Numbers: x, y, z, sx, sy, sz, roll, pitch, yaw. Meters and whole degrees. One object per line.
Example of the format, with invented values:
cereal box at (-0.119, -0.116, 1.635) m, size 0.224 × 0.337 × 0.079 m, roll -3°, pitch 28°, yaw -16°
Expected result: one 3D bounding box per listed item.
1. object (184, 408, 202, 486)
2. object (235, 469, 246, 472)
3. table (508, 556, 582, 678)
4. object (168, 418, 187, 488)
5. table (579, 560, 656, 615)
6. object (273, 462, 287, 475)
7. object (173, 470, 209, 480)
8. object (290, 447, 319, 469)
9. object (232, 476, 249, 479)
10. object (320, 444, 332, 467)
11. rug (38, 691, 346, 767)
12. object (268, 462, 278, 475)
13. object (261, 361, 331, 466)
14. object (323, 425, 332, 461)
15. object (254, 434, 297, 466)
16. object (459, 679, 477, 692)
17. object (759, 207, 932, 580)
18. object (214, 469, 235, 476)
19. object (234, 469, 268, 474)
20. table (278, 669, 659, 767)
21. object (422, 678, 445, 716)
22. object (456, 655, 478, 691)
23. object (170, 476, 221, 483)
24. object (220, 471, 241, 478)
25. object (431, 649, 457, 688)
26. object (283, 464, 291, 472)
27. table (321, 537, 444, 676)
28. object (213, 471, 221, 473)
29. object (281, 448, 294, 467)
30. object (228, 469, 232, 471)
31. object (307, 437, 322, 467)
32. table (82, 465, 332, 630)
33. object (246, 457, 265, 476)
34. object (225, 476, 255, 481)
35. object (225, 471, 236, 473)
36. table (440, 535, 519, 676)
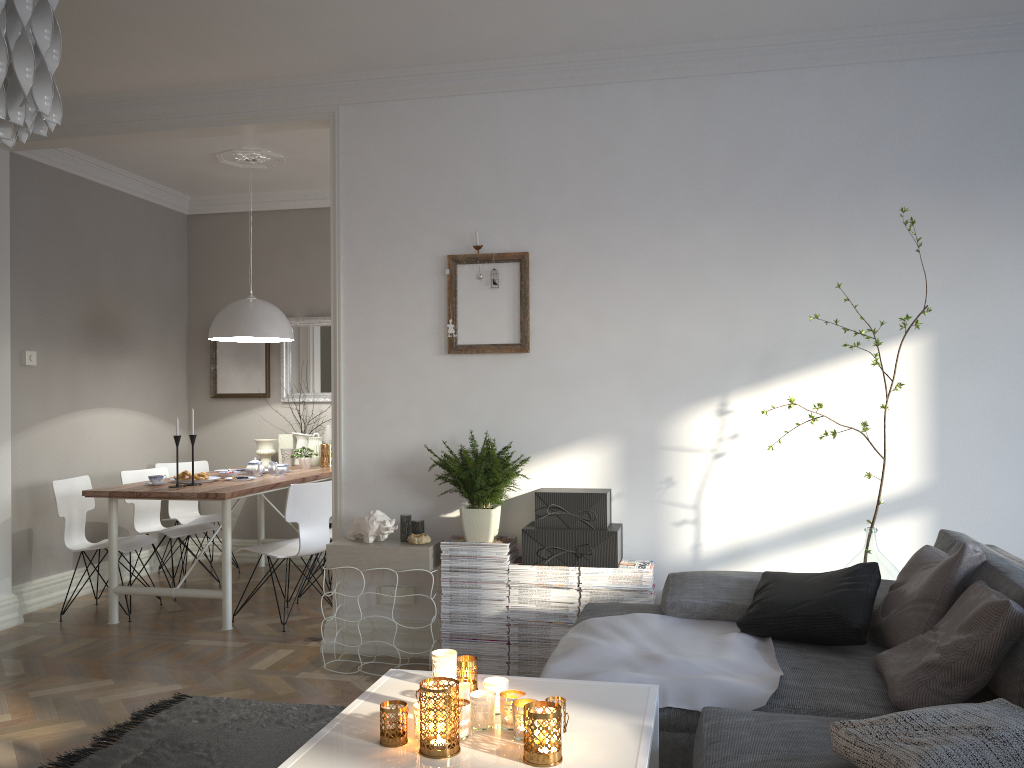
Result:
object at (-1.823, 0.354, 5.064) m, size 0.095 × 0.448 × 0.095 m, roll 0°, pitch 0°, yaw 7°
object at (-1.749, 0.578, 5.892) m, size 0.194 × 0.022 × 0.201 m, roll -1°, pitch -1°, yaw 32°
table at (0.158, 1.044, 3.965) m, size 0.327 × 0.499 × 0.246 m, roll 0°, pitch 0°, yaw 12°
object at (-1.875, 0.379, 4.968) m, size 0.095 × 0.396 × 0.095 m, roll 0°, pitch 0°, yaw 7°
table at (0.465, 1.041, 3.900) m, size 0.327 × 0.499 × 0.246 m, roll 0°, pitch 0°, yaw 12°
object at (-1.494, 0.544, 5.710) m, size 0.090 × 0.086 × 0.090 m, roll 0°, pitch -1°, yaw -33°
object at (-1.914, 0.547, 5.292) m, size 0.197 × 0.063 × 0.188 m, roll 0°, pitch -1°, yaw -18°
object at (-1.456, 0.515, 6.240) m, size 0.178 × 0.162 × 0.169 m, roll 0°, pitch -1°, yaw -37°
object at (-1.647, 0.572, 5.371) m, size 0.100 × 0.025 × 0.066 m, roll 0°, pitch -1°, yaw -11°
object at (-1.332, 0.516, 6.392) m, size 0.095 × 0.163 × 0.095 m, roll 0°, pitch 0°, yaw -38°
rug at (-0.607, 1.265, 2.509) m, size 2.111 × 0.055 × 2.015 m, roll -1°, pitch -1°, yaw 12°
object at (-1.557, 0.546, 5.787) m, size 0.072 × 0.086 × 0.086 m, roll 0°, pitch -1°, yaw -23°
object at (-1.496, 0.210, 6.466) m, size 0.698 × 0.781 × 0.352 m, roll 0°, pitch 0°, yaw -6°
object at (-1.353, 0.450, 6.558) m, size 0.091 × 0.301 × 0.091 m, roll 0°, pitch 0°, yaw -34°
object at (-1.753, 0.489, 6.562) m, size 0.310 × 0.228 × 0.172 m, roll 0°, pitch -1°, yaw -35°
object at (-0.106, 0.733, 2.092) m, size 0.052 × 0.058 × 0.050 m, roll 0°, pitch 0°, yaw -19°
object at (1.296, 0.127, 3.448) m, size 0.776 × 1.674 × 0.340 m, roll 0°, pitch 0°, yaw -29°
object at (-1.837, 0.570, 5.676) m, size 0.129 × 0.038 × 0.129 m, roll -1°, pitch -1°, yaw 17°
object at (-1.747, 0.582, 5.887) m, size 0.287 × 0.019 × 0.287 m, roll 0°, pitch -1°, yaw -15°
table at (-0.047, 1.012, 1.989) m, size 0.715 × 0.504 × 0.675 m, roll 0°, pitch -1°, yaw 12°
object at (-0.180, 0.725, 2.051) m, size 0.060 × 0.073 × 0.060 m, roll 0°, pitch 0°, yaw -8°
object at (-0.115, 0.725, 2.212) m, size 0.060 × 0.079 × 0.060 m, roll 0°, pitch 0°, yaw 6°
object at (-1.891, 0.573, 5.299) m, size 0.287 × 0.019 × 0.287 m, roll 0°, pitch -1°, yaw 0°
object at (-1.759, 0.567, 5.527) m, size 0.129 × 0.038 × 0.129 m, roll -1°, pitch -1°, yaw 12°
object at (-0.155, 0.652, 2.033) m, size 0.060 × 0.073 × 0.060 m, roll -1°, pitch -1°, yaw 28°
object at (-1.540, 0.564, 5.953) m, size 0.116 × 0.056 × 0.116 m, roll 0°, pitch -1°, yaw -16°
table at (-0.574, 1.014, 4.083) m, size 0.553 × 0.575 × 0.299 m, roll 0°, pitch 0°, yaw 13°
object at (-1.781, 0.550, 5.483) m, size 0.130 × 0.027 × 0.028 m, roll 0°, pitch -1°, yaw -35°
object at (-1.635, 0.536, 6.455) m, size 0.094 × 0.132 × 0.097 m, roll 0°, pitch 0°, yaw -22°
object at (-1.811, 0.550, 5.688) m, size 0.020 × 0.003 × 0.194 m, roll 0°, pitch -1°, yaw -20°
object at (-1.430, 0.495, 6.451) m, size 0.114 × 0.209 × 0.112 m, roll 0°, pitch 0°, yaw 12°
table at (-1.700, 0.963, 5.675) m, size 0.853 × 0.750 × 1.986 m, roll 0°, pitch -1°, yaw 12°
object at (-1.640, 0.528, 5.667) m, size 0.143 × 0.119 × 0.124 m, roll -1°, pitch -1°, yaw 16°
object at (-1.651, 0.576, 5.382) m, size 0.180 × 0.014 × 0.180 m, roll 0°, pitch -1°, yaw -23°
object at (-1.761, 0.565, 5.526) m, size 0.085 × 0.039 × 0.082 m, roll 0°, pitch -1°, yaw -23°
table at (-0.145, 0.998, 4.029) m, size 0.321 × 0.596 × 0.246 m, roll 0°, pitch 0°, yaw 12°
